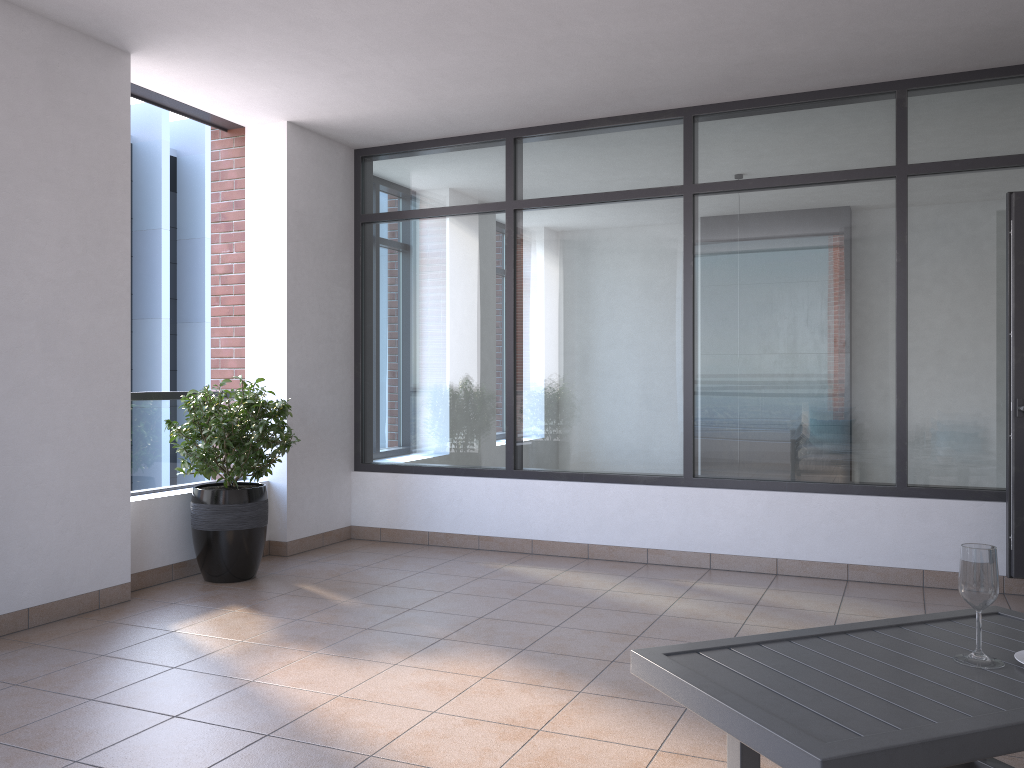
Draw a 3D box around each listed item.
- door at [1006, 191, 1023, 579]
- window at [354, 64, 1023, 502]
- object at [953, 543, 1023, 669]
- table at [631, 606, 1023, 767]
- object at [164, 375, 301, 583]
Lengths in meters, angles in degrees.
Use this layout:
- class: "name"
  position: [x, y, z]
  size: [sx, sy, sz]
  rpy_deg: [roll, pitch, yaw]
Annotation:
- class: "door"
  position: [2.927, -0.200, 4.261]
  size: [0.924, 2.500, 0.905]
  rpy_deg: [0, 0, 24]
- class: "window"
  position: [1.142, -0.550, 5.679]
  size: [5.002, 2.402, 0.170]
  rpy_deg: [0, 0, 24]
- class: "object"
  position: [1.264, 0.539, 2.160]
  size: [0.337, 0.284, 0.203]
  rpy_deg: [0, 0, 30]
- class: "table"
  position: [1.017, 0.912, 2.152]
  size: [1.260, 0.473, 0.710]
  rpy_deg: [0, 0, -21]
- class: "object"
  position: [-1.643, 0.614, 5.220]
  size: [0.721, 1.338, 0.731]
  rpy_deg: [0, 0, 27]
